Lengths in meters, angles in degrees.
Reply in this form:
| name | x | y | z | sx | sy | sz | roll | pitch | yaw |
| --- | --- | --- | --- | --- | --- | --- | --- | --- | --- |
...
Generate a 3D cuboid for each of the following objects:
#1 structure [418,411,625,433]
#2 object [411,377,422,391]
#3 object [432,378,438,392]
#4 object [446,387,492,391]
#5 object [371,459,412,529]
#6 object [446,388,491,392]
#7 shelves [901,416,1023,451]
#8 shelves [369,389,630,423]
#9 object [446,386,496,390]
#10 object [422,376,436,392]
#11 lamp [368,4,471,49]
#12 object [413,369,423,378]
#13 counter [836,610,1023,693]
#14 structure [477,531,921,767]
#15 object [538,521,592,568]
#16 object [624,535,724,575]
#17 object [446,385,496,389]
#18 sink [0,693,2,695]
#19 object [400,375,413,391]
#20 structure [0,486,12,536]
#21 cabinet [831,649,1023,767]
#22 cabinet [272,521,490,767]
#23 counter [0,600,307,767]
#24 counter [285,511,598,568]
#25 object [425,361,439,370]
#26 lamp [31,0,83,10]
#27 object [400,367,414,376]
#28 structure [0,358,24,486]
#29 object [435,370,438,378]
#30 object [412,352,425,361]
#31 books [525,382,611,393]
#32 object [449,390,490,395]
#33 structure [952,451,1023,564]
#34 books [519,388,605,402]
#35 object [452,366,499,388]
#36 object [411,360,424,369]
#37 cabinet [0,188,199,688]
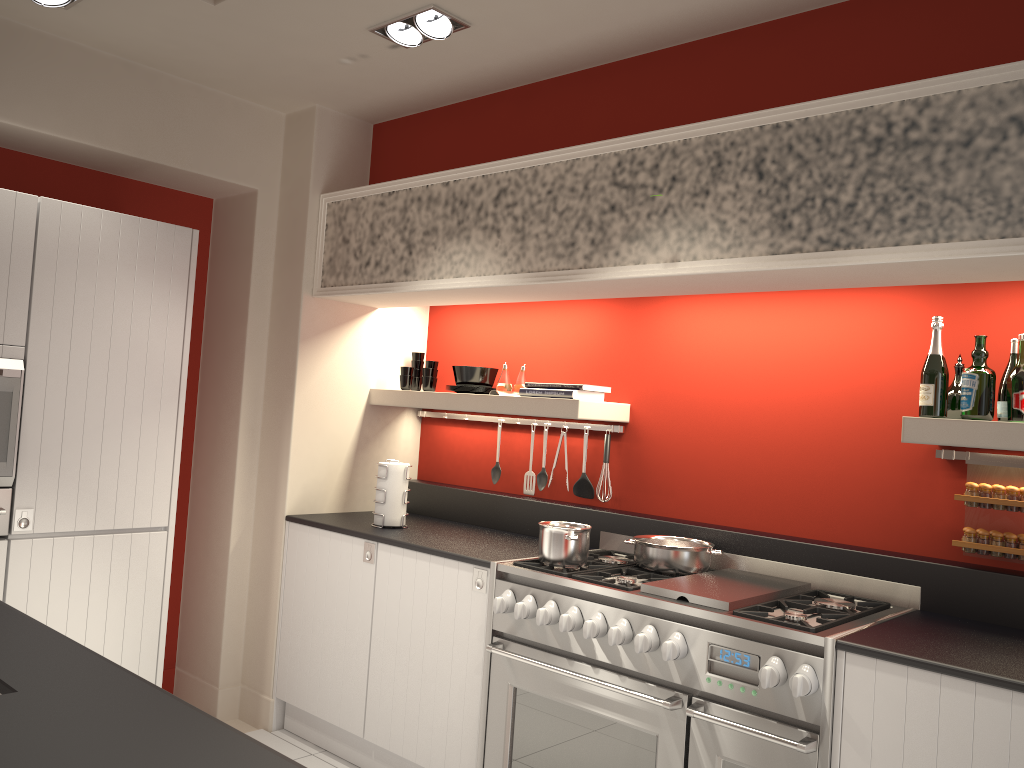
| name | x | y | z | sx | sy | sz | roll | pitch | yaw |
| --- | --- | --- | --- | --- | --- | --- | --- | --- | --- |
| structure | -0.001 | 0.182 | 4.391 | 1.355 | 0.034 | 0.054 | 2 | -2 | 42 |
| object | -0.510 | 0.003 | 4.716 | 0.070 | 0.076 | 0.070 | 3 | -2 | 13 |
| object | -0.427 | 0.006 | 4.642 | 0.070 | 0.076 | 0.070 | 3 | -2 | 13 |
| object | -0.189 | 0.035 | 4.388 | 0.280 | 0.016 | 0.280 | 2 | -2 | 41 |
| object | -0.556 | 0.505 | 4.098 | 0.168 | 0.304 | 0.163 | 5 | -2 | -19 |
| object | -0.189 | 0.040 | 4.387 | 0.280 | 0.016 | 0.280 | 2 | -2 | 41 |
| shelves | 1.872 | 0.177 | 2.487 | 1.379 | 0.083 | 0.376 | 2 | -2 | 42 |
| shelves | -0.109 | 0.098 | 4.279 | 1.379 | 0.083 | 0.376 | 2 | -2 | 42 |
| object | -0.189 | 0.030 | 4.388 | 0.280 | 0.016 | 0.280 | 2 | -2 | 41 |
| object | -0.425 | 0.002 | 4.497 | 0.070 | 0.076 | 0.070 | 3 | -2 | 13 |
| lamp | -0.351 | -1.358 | 3.345 | 0.361 | 0.109 | 0.199 | 2 | -2 | 42 |
| object | -0.507 | -0.041 | 4.718 | 0.070 | 0.076 | 0.070 | 3 | -2 | 13 |
| counter | 1.629 | 0.762 | 2.246 | 1.360 | 0.026 | 0.699 | 2 | -2 | 42 |
| structure | 0.579 | 1.171 | 3.091 | 1.322 | 1.085 | 0.777 | 2 | -3 | 42 |
| object | 0.195 | 0.604 | 3.337 | 0.201 | 0.148 | 0.201 | 3 | -2 | 35 |
| object | 0.614 | 0.653 | 3.391 | 0.309 | 0.105 | 0.309 | 5 | -2 | -20 |
| object | -0.188 | 0.024 | 4.388 | 0.280 | 0.016 | 0.280 | 2 | -2 | 41 |
| sink | -1.246 | 0.661 | 1.549 | 0.567 | 0.258 | 0.516 | 2 | -2 | 42 |
| object | -0.542 | -0.005 | 4.535 | 0.070 | 0.076 | 0.070 | 3 | -2 | 13 |
| structure | -2.082 | 0.457 | 3.088 | 0.129 | 0.177 | 0.617 | 2 | -3 | 42 |
| cabinet | 1.596 | 1.270 | 2.228 | 1.361 | 0.993 | 0.687 | 2 | -3 | 42 |
| cabinet | -0.380 | 1.191 | 4.016 | 1.361 | 0.993 | 0.687 | 2 | -3 | 42 |
| counter | -1.170 | 0.529 | 1.164 | 2.054 | 0.050 | 1.415 | 2 | -2 | 42 |
| counter | -0.344 | 0.682 | 4.031 | 1.360 | 0.026 | 0.699 | 2 | -2 | 42 |
| object | -0.421 | -0.081 | 4.645 | 0.070 | 0.076 | 0.070 | 3 | -2 | 13 |
| lamp | -1.748 | -1.450 | 3.194 | 0.199 | 0.084 | 0.361 | 2 | -2 | 42 |
| object | -0.539 | -0.049 | 4.537 | 0.070 | 0.076 | 0.070 | 3 | -2 | 13 |
| structure | -2.122 | 0.122 | 3.152 | 0.332 | 0.473 | 0.610 | 2 | -3 | 42 |
| object | -0.424 | -0.037 | 4.643 | 0.070 | 0.076 | 0.070 | 3 | -2 | 13 |
| object | -0.501 | -0.128 | 4.721 | 0.070 | 0.076 | 0.070 | 3 | -2 | 13 |
| books | 0.248 | 0.015 | 3.954 | 0.332 | 0.026 | 0.207 | 2 | -2 | 43 |
| object | -0.190 | 0.046 | 4.387 | 0.280 | 0.016 | 0.280 | 2 | -2 | 41 |
| structure | 1.577 | 0.400 | 2.854 | 0.256 | 0.347 | 0.130 | 2 | -3 | 42 |
| books | 0.220 | 0.047 | 3.948 | 0.207 | 0.042 | 0.331 | 6 | -2 | -43 |
| object | -0.185 | -0.027 | 4.390 | 0.232 | 0.108 | 0.232 | 4 | -2 | -6 |
| object | -0.504 | -0.085 | 4.720 | 0.070 | 0.076 | 0.070 | 3 | -2 | 13 |
| cabinet | -2.542 | 0.356 | 3.089 | 0.717 | 2.250 | 2.557 | 2 | -3 | 42 |
